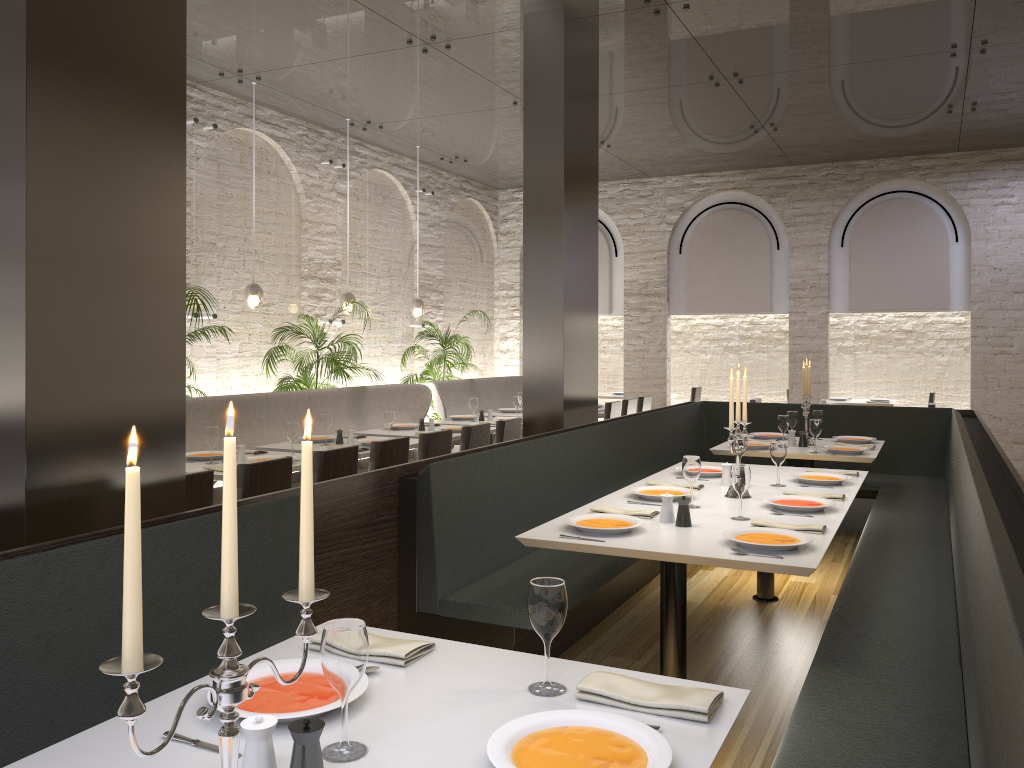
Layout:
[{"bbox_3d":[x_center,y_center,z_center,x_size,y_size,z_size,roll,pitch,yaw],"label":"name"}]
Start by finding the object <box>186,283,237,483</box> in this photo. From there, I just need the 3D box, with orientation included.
[{"bbox_3d":[-2.771,0.212,6.939,1.188,1.974,1.145,0,1,-34],"label":"object"}]

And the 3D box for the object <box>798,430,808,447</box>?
[{"bbox_3d":[2.129,0.401,6.484,0.069,0.126,0.069,0,1,-23],"label":"object"}]

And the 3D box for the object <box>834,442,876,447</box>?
[{"bbox_3d":[2.515,0.450,6.499,0.273,0.033,0.143,1,3,26],"label":"object"}]

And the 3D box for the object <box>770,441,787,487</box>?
[{"bbox_3d":[1.398,0.420,4.652,0.086,0.231,0.086,0,0,37],"label":"object"}]

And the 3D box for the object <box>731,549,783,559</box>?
[{"bbox_3d":[0.853,0.592,3.089,0.181,0.015,0.038,1,2,27],"label":"object"}]

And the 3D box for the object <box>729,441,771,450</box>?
[{"bbox_3d":[1.732,0.446,6.396,0.321,0.036,0.322,0,2,1],"label":"object"}]

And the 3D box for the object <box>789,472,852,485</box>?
[{"bbox_3d":[1.662,0.514,4.776,0.322,0.036,0.321,1,3,21],"label":"object"}]

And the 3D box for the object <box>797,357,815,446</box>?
[{"bbox_3d":[2.193,0.125,6.600,0.131,0.657,0.390,0,1,36],"label":"object"}]

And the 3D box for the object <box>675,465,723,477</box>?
[{"bbox_3d":[1.090,0.501,5.051,0.322,0.036,0.321,1,3,21],"label":"object"}]

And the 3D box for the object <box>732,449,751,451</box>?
[{"bbox_3d":[1.636,0.464,6.213,0.185,0.010,0.017,1,2,26],"label":"object"}]

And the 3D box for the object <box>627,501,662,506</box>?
[{"bbox_3d":[0.621,0.551,4.088,0.185,0.010,0.017,1,2,26],"label":"object"}]

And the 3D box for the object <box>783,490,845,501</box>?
[{"bbox_3d":[1.468,0.541,4.306,0.273,0.033,0.143,1,3,26],"label":"object"}]

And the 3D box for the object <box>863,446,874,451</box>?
[{"bbox_3d":[2.448,0.456,6.359,0.273,0.033,0.143,1,3,26],"label":"object"}]

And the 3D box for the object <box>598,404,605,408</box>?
[{"bbox_3d":[0.963,0.265,10.621,0.322,0.036,0.321,-1,3,-27],"label":"object"}]

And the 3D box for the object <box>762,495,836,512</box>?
[{"bbox_3d":[1.295,0.546,4.008,0.322,0.036,0.321,-2,3,-45],"label":"object"}]

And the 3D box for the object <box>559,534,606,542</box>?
[{"bbox_3d":[0.267,0.582,3.344,0.185,0.010,0.017,1,2,26],"label":"object"}]

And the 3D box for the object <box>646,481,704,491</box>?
[{"bbox_3d":[0.847,0.527,4.602,0.273,0.033,0.143,1,3,26],"label":"object"}]

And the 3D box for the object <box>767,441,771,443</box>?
[{"bbox_3d":[1.830,0.442,6.661,0.273,0.033,0.143,1,3,26],"label":"object"}]

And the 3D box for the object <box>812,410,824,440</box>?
[{"bbox_3d":[2.409,0.324,6.977,0.086,0.231,0.086,0,0,-4],"label":"object"}]

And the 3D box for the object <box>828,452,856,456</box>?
[{"bbox_3d":[2.223,0.473,5.958,0.181,0.015,0.038,1,2,27],"label":"object"}]

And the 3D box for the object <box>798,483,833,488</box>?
[{"bbox_3d":[1.578,0.529,4.608,0.181,0.015,0.038,1,2,27],"label":"object"}]

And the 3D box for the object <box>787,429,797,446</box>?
[{"bbox_3d":[2.067,0.398,6.540,0.069,0.126,0.069,0,1,-23],"label":"object"}]

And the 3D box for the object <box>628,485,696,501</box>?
[{"bbox_3d":[0.724,0.533,4.283,0.322,0.036,0.321,-2,3,-45],"label":"object"}]

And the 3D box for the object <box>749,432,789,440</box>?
[{"bbox_3d":[2.054,0.418,7.069,0.322,0.036,0.321,1,3,21],"label":"object"}]

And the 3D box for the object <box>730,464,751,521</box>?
[{"bbox_3d":[0.968,0.457,3.752,0.086,0.231,0.086,0,0,-22],"label":"object"}]

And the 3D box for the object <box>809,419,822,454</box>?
[{"bbox_3d":[2.089,0.360,6.099,0.086,0.231,0.086,0,0,-29],"label":"object"}]

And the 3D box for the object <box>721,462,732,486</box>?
[{"bbox_3d":[1.131,0.476,4.660,0.069,0.126,0.069,0,1,19],"label":"object"}]

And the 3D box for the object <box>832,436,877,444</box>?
[{"bbox_3d":[2.626,0.431,6.794,0.321,0.036,0.322,-1,2,-16],"label":"object"}]

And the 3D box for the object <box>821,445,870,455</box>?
[{"bbox_3d":[2.304,0.459,6.121,0.321,0.036,0.322,0,2,1],"label":"object"}]

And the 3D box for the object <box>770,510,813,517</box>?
[{"bbox_3d":[1.208,0.561,3.833,0.181,0.015,0.038,1,2,27],"label":"object"}]

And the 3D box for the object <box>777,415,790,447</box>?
[{"bbox_3d":[1.981,0.344,6.469,0.086,0.231,0.086,0,0,-29],"label":"object"}]

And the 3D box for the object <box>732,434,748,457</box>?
[{"bbox_3d":[1.290,0.404,5.022,0.086,0.231,0.086,0,0,37],"label":"object"}]

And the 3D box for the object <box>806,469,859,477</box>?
[{"bbox_3d":[1.838,0.509,5.082,0.273,0.033,0.143,1,3,26],"label":"object"}]

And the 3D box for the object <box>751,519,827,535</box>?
[{"bbox_3d":[1.113,0.571,3.563,0.273,0.033,0.143,1,3,26],"label":"object"}]

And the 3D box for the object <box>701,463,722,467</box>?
[{"bbox_3d":[1.217,0.495,5.378,0.273,0.033,0.143,1,3,26],"label":"object"}]

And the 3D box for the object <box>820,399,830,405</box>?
[{"bbox_3d":[2.972,0.265,8.410,0.086,0.231,0.086,0,0,-35],"label":"object"}]

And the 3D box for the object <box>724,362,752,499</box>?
[{"bbox_3d":[1.101,0.220,4.312,0.131,0.657,0.390,0,1,36],"label":"object"}]

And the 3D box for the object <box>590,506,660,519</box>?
[{"bbox_3d":[0.492,0.557,3.859,0.273,0.033,0.143,1,3,26],"label":"object"}]

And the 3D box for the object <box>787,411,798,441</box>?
[{"bbox_3d":[2.177,0.327,6.879,0.086,0.231,0.086,0,0,-29],"label":"object"}]

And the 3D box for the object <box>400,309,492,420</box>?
[{"bbox_3d":[-0.831,0.046,10.970,1.145,1.974,1.188,0,1,6],"label":"object"}]

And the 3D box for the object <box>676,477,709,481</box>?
[{"bbox_3d":[0.992,0.519,4.863,0.185,0.010,0.017,1,2,26],"label":"object"}]

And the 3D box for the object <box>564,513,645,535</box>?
[{"bbox_3d":[0.368,0.564,3.537,0.321,0.036,0.322,1,3,23],"label":"object"}]

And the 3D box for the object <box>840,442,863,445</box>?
[{"bbox_3d":[2.545,0.446,6.633,0.181,0.015,0.038,1,2,27],"label":"object"}]

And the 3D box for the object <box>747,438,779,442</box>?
[{"bbox_3d":[1.896,0.436,6.801,0.273,0.033,0.143,1,3,26],"label":"object"}]

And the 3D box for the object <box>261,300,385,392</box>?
[{"bbox_3d":[-1.906,0.137,8.754,1.145,1.974,1.188,0,1,-24],"label":"object"}]

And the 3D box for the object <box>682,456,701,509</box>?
[{"bbox_3d":[0.817,0.445,4.030,0.086,0.231,0.086,0,0,26],"label":"object"}]

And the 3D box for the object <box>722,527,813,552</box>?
[{"bbox_3d":[0.939,0.577,3.261,0.321,0.036,0.322,0,2,1],"label":"object"}]
